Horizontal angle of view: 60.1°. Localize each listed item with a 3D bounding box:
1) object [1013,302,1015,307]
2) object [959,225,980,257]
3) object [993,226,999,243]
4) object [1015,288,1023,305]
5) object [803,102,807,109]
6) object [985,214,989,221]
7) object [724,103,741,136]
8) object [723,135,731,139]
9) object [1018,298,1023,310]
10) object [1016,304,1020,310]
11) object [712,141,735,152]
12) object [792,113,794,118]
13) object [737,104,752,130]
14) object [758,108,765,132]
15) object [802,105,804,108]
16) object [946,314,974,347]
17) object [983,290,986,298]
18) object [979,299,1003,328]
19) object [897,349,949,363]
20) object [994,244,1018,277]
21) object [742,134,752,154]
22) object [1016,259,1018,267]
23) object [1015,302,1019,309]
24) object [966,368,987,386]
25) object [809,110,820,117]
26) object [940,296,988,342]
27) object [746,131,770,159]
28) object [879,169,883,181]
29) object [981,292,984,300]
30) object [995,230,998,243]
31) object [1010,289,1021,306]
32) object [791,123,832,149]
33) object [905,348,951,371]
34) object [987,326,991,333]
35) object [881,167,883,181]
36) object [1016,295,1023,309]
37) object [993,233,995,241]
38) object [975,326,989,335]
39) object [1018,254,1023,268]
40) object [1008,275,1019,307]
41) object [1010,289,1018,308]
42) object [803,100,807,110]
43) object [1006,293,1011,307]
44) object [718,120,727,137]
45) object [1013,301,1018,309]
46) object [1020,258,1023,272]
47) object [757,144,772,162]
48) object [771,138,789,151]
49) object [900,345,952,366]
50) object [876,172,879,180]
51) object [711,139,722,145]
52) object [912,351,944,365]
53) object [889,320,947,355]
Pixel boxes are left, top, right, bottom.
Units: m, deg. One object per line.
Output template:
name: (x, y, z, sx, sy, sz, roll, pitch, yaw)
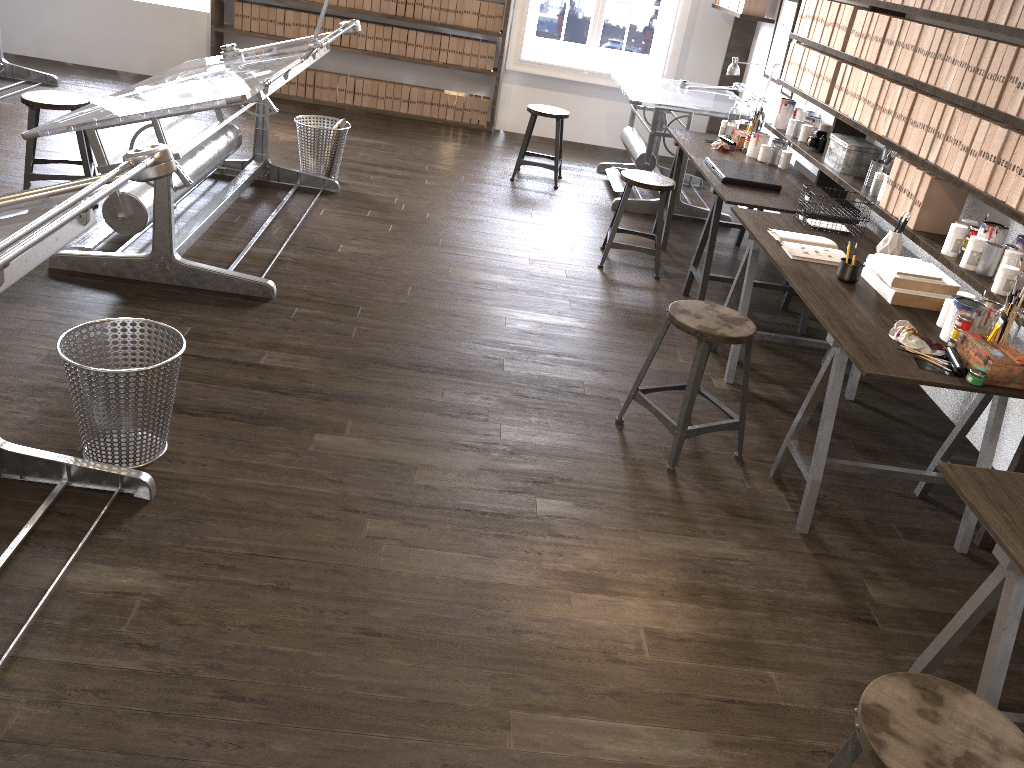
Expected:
object: (1.502, -0.190, 2.697, 0.022, 0.131, 0.005, -15, 35, -43)
object: (1.745, -0.538, 3.375, 0.044, 0.125, 0.046, 8, 25, -4)
object: (1.756, -0.495, 3.241, 0.030, 0.165, 0.004, 18, 26, 16)
object: (1.511, -0.209, 2.679, 0.006, 0.178, 0.053, 28, 31, 33)
object: (1.795, -1.680, 5.514, 0.041, 0.159, 0.006, 5, 26, -12)
object: (1.803, -0.570, 3.402, 0.009, 0.165, 0.041, 9, 25, -2)
object: (1.380, -1.638, 5.539, 0.068, 0.225, 0.070, 7, 26, -7)
object: (1.338, -1.534, 5.531, 0.049, 0.037, 0.050, 6, 27, -8)
object: (1.508, -0.186, 2.669, 0.006, 0.154, 0.005, -11, 32, -37)
object: (1.502, -0.181, 2.670, 0.011, 0.132, 0.005, 17, 26, 14)
object: (1.258, -1.433, 5.303, 0.133, 0.049, 0.200, 21, 29, 21)
object: (1.771, -1.649, 5.537, 0.061, 0.108, 0.062, 7, 26, -6)
object: (1.451, -1.632, 5.543, 0.068, 0.233, 0.070, 7, 26, -7)
object: (1.534, -1.617, 5.551, 0.068, 0.225, 0.070, 7, 26, -7)
object: (1.791, -1.681, 5.539, 0.040, 0.139, 0.005, 4, 26, -13)
object: (1.438, -0.164, 2.842, 0.049, 0.109, 0.050, 9, 25, -1)
object: (1.608, -0.257, 3.048, 0.004, 0.131, 0.030, 10, 25, -1)
object: (1.583, -0.205, 2.954, 0.094, 0.125, 0.097, 6, 26, -8)
object: (1.270, -0.089, 2.738, 0.157, 0.006, 0.006, 17, 27, 14)
object: (1.776, -0.439, 3.192, 0.045, 0.125, 0.045, 16, 26, 11)
object: (1.411, -1.432, 5.285, 0.049, 0.109, 0.050, 6, 26, -8)
object: (1.742, -0.381, 3.066, 0.035, 0.102, 0.005, 7, 25, -6)
object: (1.507, -0.188, 2.680, 0.005, 0.133, 0.005, 12, 25, 3)
object: (1.371, -0.020, 2.615, 0.049, 0.037, 0.050, 9, 26, -1)
object: (1.866, -1.635, 5.511, 0.070, 0.128, 0.071, -16, 36, -42)
object: (1.479, -0.202, 2.900, 0.104, 0.139, 0.107, 11, 26, 2)
object: (1.452, -1.408, 5.222, 0.104, 0.139, 0.107, 4, 26, -11)
object: (1.712, -0.941, 4.132, 0.004, 0.124, 0.029, 7, 25, -6)
object: (1.603, -0.255, 3.040, 0.005, 0.115, 0.036, 10, 25, 0)
object: (1.762, -0.491, 3.235, 0.036, 0.146, 0.005, 18, 26, 17)
object: (1.488, -0.204, 2.669, 0.022, 0.176, 0.006, 16, 26, 13)
object: (1.741, -1.417, 5.094, 0.237, 0.158, 0.109, -10, 32, -35)
object: (1.280, -0.075, 2.725, 0.005, 0.005, 0.160, -9, 33, -34)
object: (1.496, -0.156, 2.799, 0.005, 0.128, 0.040, 7, 25, -6)
object: (1.718, -0.945, 4.125, 0.008, 0.122, 0.042, 3, 26, -15)
object: (1.516, -0.220, 2.660, 0.020, 0.224, 0.007, 22, 28, 24)
object: (1.767, -0.490, 3.257, 0.035, 0.127, 0.005, 19, 27, 18)
object: (1.500, -0.133, 2.829, 0.059, 0.087, 0.061, 10, 26, -1)
object: (1.737, -0.381, 3.047, 0.029, 0.132, 0.004, 6, 25, -9)
object: (1.500, -0.224, 2.680, 0.007, 0.210, 0.056, 11, 25, 1)
object: (1.496, -0.205, 2.668, 0.008, 0.182, 0.072, 28, 31, 33)
object: (1.803, -1.681, 5.521, 0.033, 0.181, 0.005, 5, 26, -11)
object: (1.489, -0.199, 2.682, 0.008, 0.150, 0.038, -13, 34, -40)
object: (1.356, -1.618, 5.627, 0.068, 0.102, 0.070, 10, 26, -1)
object: (1.496, -0.185, 2.669, 0.005, 0.145, 0.033, 28, 31, 34)
object: (1.746, -0.379, 3.044, 0.036, 0.117, 0.005, 7, 25, -8)
object: (1.464, -1.338, 5.131, 0.062, 0.092, 0.062, 27, 30, 31)
object: (1.558, -1.366, 5.189, 0.094, 0.125, 0.097, 10, 26, -1)
object: (1.276, -0.088, 2.733, 0.011, 0.017, 0.174, -8, 32, -32)
object: (1.696, -0.936, 4.126, 0.004, 0.101, 0.036, 6, 26, -9)
object: (1.246, -1.476, 5.406, 0.011, 0.017, 0.174, 22, 29, 23)
object: (1.280, -0.083, 2.743, 0.008, 0.006, 0.121, -14, 36, -40)
object: (1.286, -0.148, 2.828, 0.132, 0.049, 0.200, -7, 31, -30)
